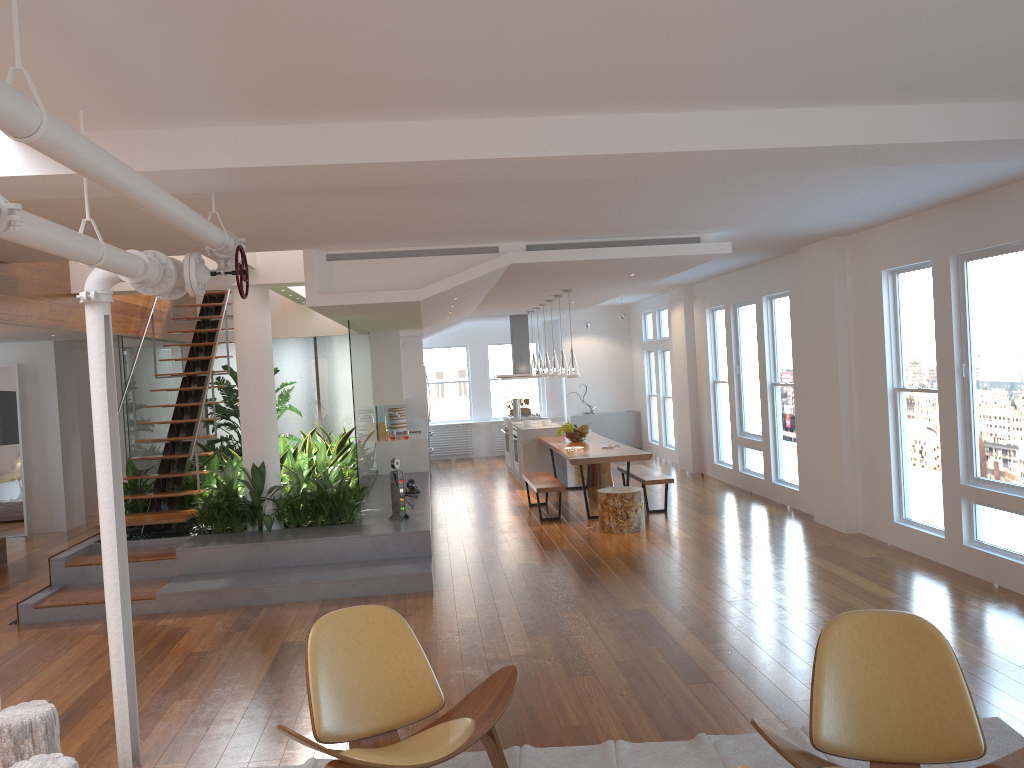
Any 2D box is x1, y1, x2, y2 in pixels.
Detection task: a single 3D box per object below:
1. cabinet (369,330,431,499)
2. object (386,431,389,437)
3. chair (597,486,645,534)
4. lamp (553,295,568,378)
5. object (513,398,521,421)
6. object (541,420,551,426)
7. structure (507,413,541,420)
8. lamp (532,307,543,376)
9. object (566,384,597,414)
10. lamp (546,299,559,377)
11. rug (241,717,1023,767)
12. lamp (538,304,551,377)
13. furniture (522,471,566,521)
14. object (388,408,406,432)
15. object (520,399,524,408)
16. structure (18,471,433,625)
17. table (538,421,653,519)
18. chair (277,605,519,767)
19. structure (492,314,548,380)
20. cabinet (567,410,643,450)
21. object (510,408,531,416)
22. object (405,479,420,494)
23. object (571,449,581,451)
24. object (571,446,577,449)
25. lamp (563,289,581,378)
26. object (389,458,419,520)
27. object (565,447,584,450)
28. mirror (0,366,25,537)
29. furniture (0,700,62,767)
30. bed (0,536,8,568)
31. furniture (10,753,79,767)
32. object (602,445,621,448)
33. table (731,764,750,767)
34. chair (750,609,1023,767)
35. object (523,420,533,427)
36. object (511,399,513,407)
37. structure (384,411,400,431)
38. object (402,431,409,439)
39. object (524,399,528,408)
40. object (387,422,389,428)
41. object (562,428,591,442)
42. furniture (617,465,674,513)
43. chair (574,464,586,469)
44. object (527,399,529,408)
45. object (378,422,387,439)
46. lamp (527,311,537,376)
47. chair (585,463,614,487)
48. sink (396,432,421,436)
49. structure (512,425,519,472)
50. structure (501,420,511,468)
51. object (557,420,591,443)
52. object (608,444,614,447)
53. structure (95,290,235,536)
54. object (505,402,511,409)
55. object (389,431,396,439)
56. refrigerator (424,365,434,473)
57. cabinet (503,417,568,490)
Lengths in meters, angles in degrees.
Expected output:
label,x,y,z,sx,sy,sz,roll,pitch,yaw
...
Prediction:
label,x,y,z,sx,sy,sz,roll,pitch,yaw
cabinet,-1.696,0.395,14.032,0.676,2.280,4.565,-3,1,-5
object,-1.801,0.666,12.518,0.100,0.170,0.173,-3,1,-4
chair,1.103,1.266,8.957,0.460,0.400,0.460,-3,1,5
lamp,0.591,-0.609,10.653,0.160,1.060,0.160,-3,1,22
object,0.092,0.405,14.072,0.120,0.356,0.172,-2,2,43
object,0.485,0.552,12.564,0.152,0.082,0.152,-5,2,-45
structure,0.199,0.531,14.544,0.520,0.073,0.650,-3,1,-5
lamp,0.386,-0.644,12.812,0.160,1.060,0.160,-3,1,22
object,1.300,0.279,16.341,0.590,0.563,0.210,-4,2,-34
lamp,0.523,-0.621,11.372,0.160,1.060,0.160,-3,1,22
rug,0.474,1.624,2.261,3.525,0.057,3.478,-3,1,-1
lamp,0.455,-0.633,12.092,0.160,1.060,0.160,-3,1,22
furniture,0.361,1.292,10.232,0.316,0.389,1.433,-3,1,-5
object,-1.759,0.549,13.576,0.267,0.356,0.266,-3,1,20
object,0.172,0.400,14.978,0.057,0.299,0.019,-3,1,-5
structure,-2.421,1.484,9.544,3.088,0.386,5.584,-3,1,-5
table,0.779,1.062,12.281,0.893,0.704,5.996,-3,1,-5
chair,-0.389,1.315,3.407,0.856,0.752,0.867,-3,1,0
structure,0.126,-0.797,14.488,0.909,1.405,0.900,-3,1,-5
cabinet,1.715,0.899,16.434,1.309,0.725,0.420,-3,1,-5
object,0.141,0.480,14.986,0.353,0.157,0.084,-3,1,-5
object,-1.127,1.131,9.837,0.216,0.155,0.181,-4,2,-41
object,0.723,0.754,10.136,0.149,0.014,0.044,-4,1,-7
object,0.723,0.742,10.271,0.070,0.030,0.079,-4,2,-42
lamp,0.660,-0.598,9.933,0.160,1.060,0.160,-3,1,22
object,-0.992,0.959,8.123,0.318,0.565,0.134,-3,1,31
object,0.724,0.748,10.271,0.222,0.020,0.222,-2,2,35
mirror,-6.590,0.845,10.681,1.267,2.044,0.049,-3,1,-5
furniture,-2.000,1.558,3.651,0.290,0.418,0.298,-5,2,-42
bed,-6.191,1.626,7.806,2.314,0.595,2.207,-3,1,-5
furniture,-1.745,1.593,3.320,0.294,0.333,0.292,-4,2,-35
object,1.147,0.723,10.263,0.222,0.020,0.222,-4,1,-13
table,0.510,1.396,2.285,0.548,0.534,0.489,-4,1,-17
chair,1.320,1.227,2.847,0.856,0.752,0.867,-2,2,45
object,0.225,0.565,12.664,0.152,0.082,0.152,-3,2,34
object,0.017,0.408,14.983,0.055,0.299,0.027,-3,1,-5
structure,-1.758,0.657,13.021,0.248,0.536,0.115,-3,1,-5
object,-1.439,0.685,11.985,0.094,0.106,0.094,-3,1,0
object,0.235,0.396,14.986,0.068,0.298,0.039,-3,1,-5
object,-1.824,0.627,13.959,0.265,0.196,0.284,-2,2,37
object,0.824,0.657,11.258,0.360,0.159,0.360,-4,2,-42
furniture,1.547,1.219,10.343,0.316,0.389,1.433,-3,1,-5
chair,1.188,1.127,14.418,0.344,0.430,0.549,-3,1,-1
object,0.270,0.394,15.007,0.057,0.294,0.030,-3,1,-5
object,-1.793,0.645,12.270,0.104,0.222,0.200,-3,1,-5
lamp,0.318,-0.656,13.532,0.160,1.060,0.160,-3,1,22
chair,1.192,1.169,12.194,0.396,0.455,0.402,-4,1,-15
sink,-1.550,0.842,13.016,0.449,0.192,0.666,-3,1,-5
structure,0.068,0.953,13.109,0.072,0.648,0.644,-3,1,-5
structure,0.184,0.958,14.538,0.649,0.735,0.890,-3,1,-5
object,0.794,0.596,11.269,0.394,0.284,0.292,-4,2,-41
object,1.147,0.717,10.263,0.079,0.030,0.070,-2,2,38
structure,-2.816,-0.596,10.138,2.552,4.265,4.591,-3,1,-5
object,-0.018,0.427,14.978,0.199,0.259,0.016,-3,1,5
object,-1.623,0.695,12.014,0.094,0.106,0.094,-3,1,0
refrigerator,-1.699,0.594,14.781,0.725,1.772,0.908,-3,1,-5
cabinet,0.311,0.996,13.639,0.597,0.832,2.936,-3,1,-5
